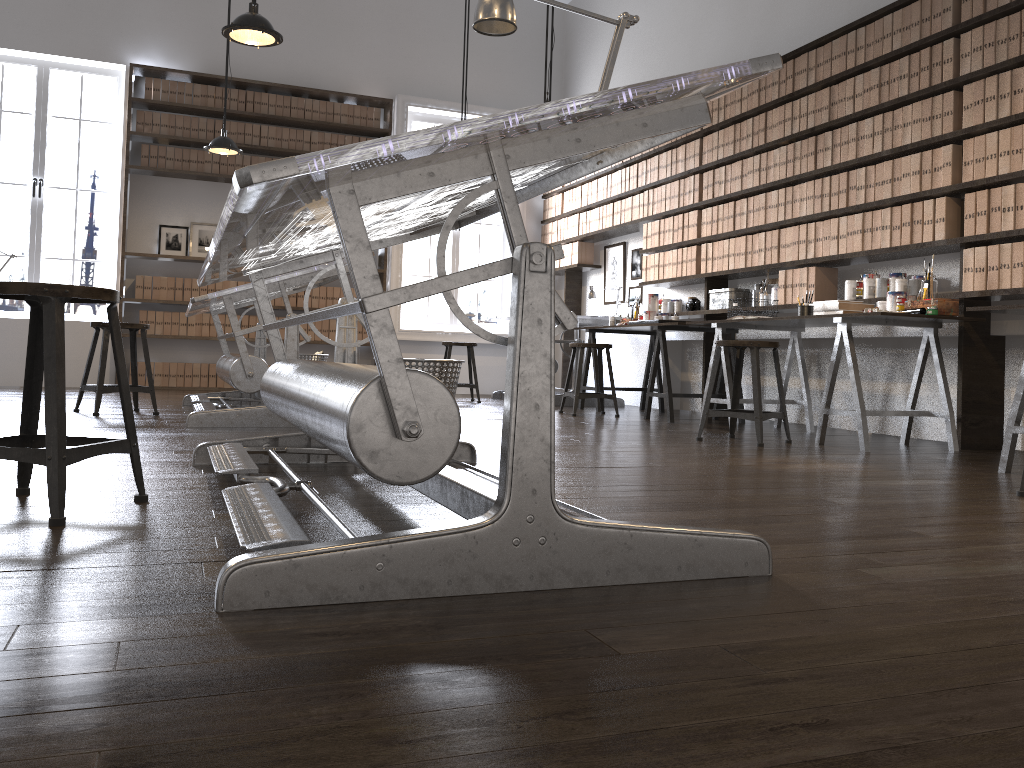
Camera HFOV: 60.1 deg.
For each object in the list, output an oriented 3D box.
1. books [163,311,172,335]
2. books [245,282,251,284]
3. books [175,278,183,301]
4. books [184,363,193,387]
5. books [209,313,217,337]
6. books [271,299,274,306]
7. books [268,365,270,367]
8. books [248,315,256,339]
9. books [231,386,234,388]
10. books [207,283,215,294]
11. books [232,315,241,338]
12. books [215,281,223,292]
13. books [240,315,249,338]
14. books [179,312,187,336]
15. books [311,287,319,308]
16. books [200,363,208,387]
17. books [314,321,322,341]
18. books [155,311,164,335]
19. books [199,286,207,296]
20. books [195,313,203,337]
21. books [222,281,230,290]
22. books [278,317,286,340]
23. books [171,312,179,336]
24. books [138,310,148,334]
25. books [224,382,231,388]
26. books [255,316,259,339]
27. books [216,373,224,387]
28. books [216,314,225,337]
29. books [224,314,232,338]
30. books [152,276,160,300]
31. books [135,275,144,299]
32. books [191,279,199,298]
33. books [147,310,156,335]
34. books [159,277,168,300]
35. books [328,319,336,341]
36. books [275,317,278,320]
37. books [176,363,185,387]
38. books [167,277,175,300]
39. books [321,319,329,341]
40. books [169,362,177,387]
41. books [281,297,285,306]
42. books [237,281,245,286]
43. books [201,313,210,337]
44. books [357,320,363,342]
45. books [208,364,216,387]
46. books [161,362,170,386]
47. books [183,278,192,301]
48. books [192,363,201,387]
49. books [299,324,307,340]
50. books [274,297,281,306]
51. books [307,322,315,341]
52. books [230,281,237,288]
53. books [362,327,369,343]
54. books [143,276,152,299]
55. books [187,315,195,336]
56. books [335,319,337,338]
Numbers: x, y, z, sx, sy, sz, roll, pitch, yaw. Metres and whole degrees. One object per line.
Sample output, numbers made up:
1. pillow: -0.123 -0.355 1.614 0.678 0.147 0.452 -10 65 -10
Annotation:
1. books: -3.270 -0.574 8.404 0.066 0.226 0.174 2 0 -21
2. books: -2.587 -0.881 8.666 0.066 0.226 0.174 2 0 -21
3. books: -3.172 -0.894 8.438 0.067 0.226 0.174 2 0 -21
4. books: -3.093 -0.087 8.464 0.066 0.226 0.174 2 0 -21
5. books: -2.887 -0.565 8.549 0.066 0.226 0.174 2 0 -21
6. books: -2.388 -0.876 8.737 0.066 0.226 0.174 2 0 -21
7. books: -2.428 -0.072 8.715 0.066 0.226 0.174 2 0 -21
8. books: -2.549 -0.558 8.678 0.066 0.226 0.174 2 0 -21
9. books: -2.699 -0.078 8.608 0.067 0.226 0.174 2 0 -21
10. books: -2.905 -0.888 8.546 0.066 0.226 0.174 2 0 -21
11. books: -2.689 -0.561 8.625 0.066 0.226 0.174 2 0 -21
12. books: -2.840 -0.887 8.564 0.067 0.226 0.174 2 0 -21
13. books: -2.617 -0.559 8.647 0.067 0.226 0.174 2 0 -21
14. books: -3.137 -0.571 8.448 0.067 0.226 0.174 2 0 -21
15. books: -1.985 -0.867 8.893 0.066 0.226 0.174 2 0 -21
16. books: -2.961 -0.084 8.515 0.066 0.226 0.174 2 0 -21
17. books: -1.961 -0.544 8.904 0.066 0.226 0.174 2 0 -21
18. books: -3.333 -0.575 8.375 0.066 0.226 0.174 2 0 -21
19. books: -2.971 -0.890 8.520 0.066 0.226 0.174 2 0 -21
20. books: -3.012 -0.568 8.500 0.066 0.226 0.174 2 0 -21
21. books: -2.779 -0.885 8.592 0.066 0.226 0.174 2 0 -21
22. books: -2.290 -0.552 8.776 0.066 0.226 0.174 2 0 -21
23. books: -3.204 -0.572 8.427 0.066 0.226 0.174 2 0 -21
24. books: -3.467 -0.578 8.320 0.067 0.226 0.174 2 0 -21
25. books: -2.760 -0.080 8.589 0.066 0.226 0.174 2 0 -21
26. books: -2.486 -0.556 8.695 0.066 0.226 0.174 2 0 -21
27. books: -2.822 -0.081 8.568 0.066 0.226 0.174 2 0 -21
28. books: -2.821 -0.564 8.574 0.066 0.226 0.174 2 0 -21
29. books: -2.753 -0.562 8.595 0.066 0.226 0.174 2 0 -21
30. books: -3.361 -0.898 8.365 0.067 0.226 0.174 2 0 -21
31. books: -3.497 -0.901 8.316 0.066 0.226 0.174 2 0 -21
32. books: -3.036 -0.891 8.491 0.066 0.226 0.174 2 0 -21
33. books: -3.400 -0.577 8.346 0.066 0.226 0.174 2 0 -21
34. books: -3.303 -0.897 8.391 0.066 0.226 0.174 2 0 -21
35. books: -1.829 -0.541 8.948 0.067 0.226 0.174 2 0 -21
36. books: -2.355 -0.553 8.753 0.066 0.226 0.174 2 0 -21
37. books: -3.160 -0.089 8.439 0.066 0.226 0.174 2 0 -21
38. books: -3.243 -0.896 8.417 0.066 0.226 0.174 2 0 -21
39. books: -1.895 -0.543 8.927 0.066 0.226 0.174 2 0 -21
40. books: -3.220 -0.090 8.409 0.067 0.226 0.174 2 0 -21
41. books: -2.263 -0.874 8.789 0.066 0.226 0.174 2 0 -21
42. books: -2.652 -0.882 8.637 0.067 0.226 0.174 2 0 -21
43. books: -2.948 -0.566 8.519 0.067 0.226 0.174 2 0 -21
44. books: -1.579 -0.536 9.049 0.066 0.226 0.174 2 0 -21
45. books: -2.889 -0.083 8.537 0.067 0.226 0.174 2 0 -21
46. books: -3.284 -0.092 8.390 0.066 0.226 0.174 2 0 -21
47. books: -3.104 -0.893 8.470 0.066 0.226 0.174 2 0 -21
48. books: -3.026 -0.086 8.485 0.066 0.226 0.174 2 0 -21
49. books: -2.091 -0.547 8.846 0.066 0.226 0.174 2 0 -21
50. books: -2.320 -0.875 8.762 0.067 0.226 0.174 2 0 -21
51. books: -2.025 -0.546 8.875 0.066 0.226 0.174 2 0 -21
52. books: -2.720 -0.884 8.613 0.066 0.226 0.174 2 0 -21
53. books: -1.512 -0.534 9.074 0.066 0.226 0.174 2 0 -21
54. books: -3.428 -0.900 8.339 0.066 0.226 0.174 2 0 -21
55. books: -3.070 -0.569 8.476 0.066 0.226 0.174 2 0 -21
56. books: -1.762 -0.540 8.976 0.066 0.226 0.174 2 0 -21
